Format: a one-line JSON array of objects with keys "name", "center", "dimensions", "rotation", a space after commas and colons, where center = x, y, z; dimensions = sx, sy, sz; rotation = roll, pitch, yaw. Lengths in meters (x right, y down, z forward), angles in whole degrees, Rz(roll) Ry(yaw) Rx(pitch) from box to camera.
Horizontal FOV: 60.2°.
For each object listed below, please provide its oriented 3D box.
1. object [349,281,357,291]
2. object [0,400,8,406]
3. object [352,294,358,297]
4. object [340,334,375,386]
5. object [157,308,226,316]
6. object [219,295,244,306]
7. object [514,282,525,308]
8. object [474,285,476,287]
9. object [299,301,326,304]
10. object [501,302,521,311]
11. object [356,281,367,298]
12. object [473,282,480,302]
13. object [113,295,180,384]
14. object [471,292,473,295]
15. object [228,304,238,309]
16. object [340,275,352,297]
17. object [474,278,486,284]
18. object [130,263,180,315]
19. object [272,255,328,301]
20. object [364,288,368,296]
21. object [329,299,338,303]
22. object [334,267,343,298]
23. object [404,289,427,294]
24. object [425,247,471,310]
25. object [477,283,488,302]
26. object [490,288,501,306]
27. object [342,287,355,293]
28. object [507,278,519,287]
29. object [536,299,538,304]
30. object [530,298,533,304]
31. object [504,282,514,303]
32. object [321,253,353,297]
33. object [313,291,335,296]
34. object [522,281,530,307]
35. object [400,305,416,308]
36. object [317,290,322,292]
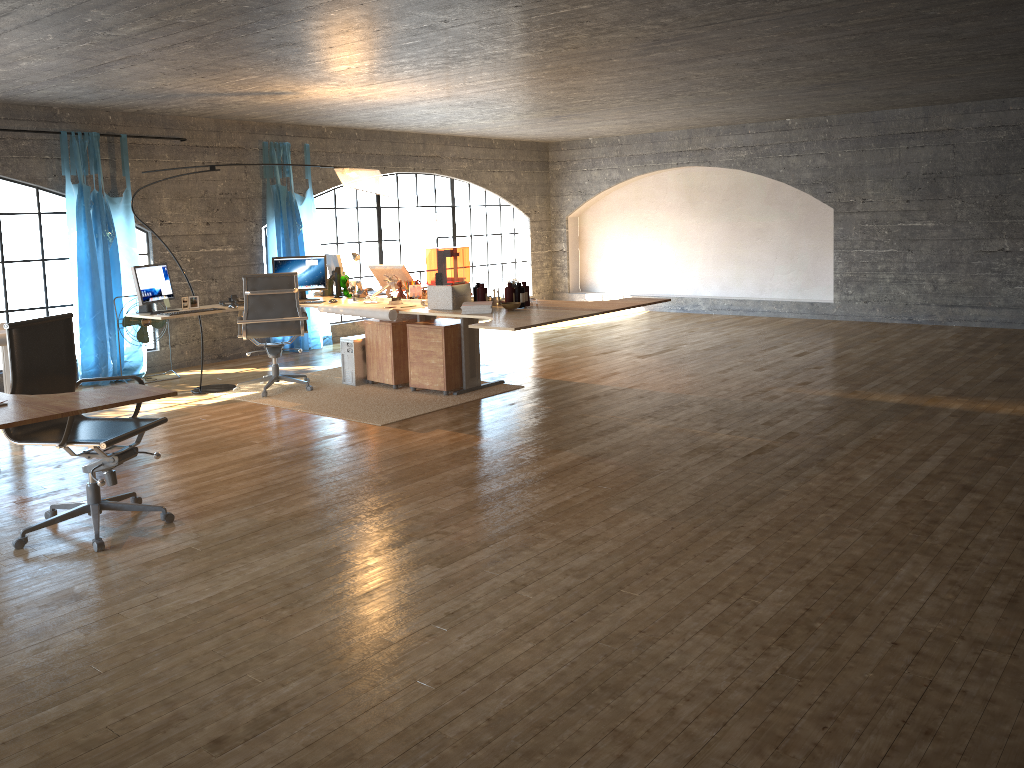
[{"name": "object", "center": [-1.549, -0.953, 8.611], "dimensions": [0.083, 0.099, 0.109], "rotation": [-8, 10, -39]}, {"name": "object", "center": [-2.033, 0.084, 3.462], "dimensions": [0.128, 0.013, 0.143], "rotation": [8, 14, 42]}, {"name": "object", "center": [-1.396, -0.797, 7.954], "dimensions": [0.132, 0.026, 0.133], "rotation": [7, 14, 39]}, {"name": "object", "center": [-1.253, -0.224, 7.791], "dimensions": [0.201, 0.407, 0.484], "rotation": [4, 10, 44]}, {"name": "object", "center": [-2.554, -0.578, 7.044], "dimensions": [0.187, 0.011, 0.495], "rotation": [7, 14, 38]}, {"name": "object", "center": [-2.356, -0.714, 7.544], "dimensions": [0.279, 0.080, 0.416], "rotation": [-5, 11, -18]}, {"name": "object", "center": [0.056, -0.660, 6.549], "dimensions": [0.080, 0.185, 0.080], "rotation": [-8, 8, -43]}, {"name": "object", "center": [-0.255, -0.733, 6.906], "dimensions": [0.077, 0.081, 0.078], "rotation": [1, 8, 19]}, {"name": "object", "center": [-1.851, -0.695, 7.543], "dimensions": [0.490, 0.011, 0.189], "rotation": [-1, 11, 4]}, {"name": "object", "center": [-0.006, -0.556, 6.369], "dimensions": [0.146, 0.054, 0.148], "rotation": [1, 11, 16]}, {"name": "object", "center": [-1.342, -0.841, 7.826], "dimensions": [0.082, 0.158, 0.085], "rotation": [2, 7, 28]}, {"name": "object", "center": [-0.253, -0.679, 6.704], "dimensions": [0.080, 0.185, 0.080], "rotation": [-8, 8, -43]}, {"name": "object", "center": [-3.504, -0.443, 8.307], "dimensions": [0.583, 0.794, 0.493], "rotation": [5, 10, 44]}, {"name": "object", "center": [-0.400, -0.744, 7.112], "dimensions": [0.130, 0.175, 0.200], "rotation": [-5, 9, -26]}, {"name": "object", "center": [-2.296, -0.640, 7.271], "dimensions": [0.059, 0.033, 0.101], "rotation": [-10, 13, -39]}, {"name": "object", "center": [-1.501, -0.886, 7.930], "dimensions": [0.115, 0.218, 0.249], "rotation": [-2, 8, -1]}, {"name": "object", "center": [-0.236, -0.780, 6.911], "dimensions": [0.076, 0.101, 0.153], "rotation": [-5, 10, -21]}, {"name": "object", "center": [-2.875, -0.766, 7.088], "dimensions": [0.285, 0.386, 0.476], "rotation": [-1, 9, 10]}, {"name": "object", "center": [-1.875, -0.937, 7.815], "dimensions": [0.470, 0.387, 0.289], "rotation": [-3, 7, -10]}, {"name": "object", "center": [-1.307, -0.817, 7.908], "dimensions": [0.035, 0.078, 0.099], "rotation": [-2, 9, -3]}, {"name": "object", "center": [-1.515, -0.702, 7.461], "dimensions": [0.059, 0.033, 0.102], "rotation": [1, 10, 14]}, {"name": "object", "center": [-1.568, -0.914, 7.936], "dimensions": [0.085, 0.275, 0.085], "rotation": [-2, 6, -4]}, {"name": "object", "center": [-0.900, -0.777, 8.466], "dimensions": [0.300, 0.239, 0.371], "rotation": [-3, 9, -10]}, {"name": "object", "center": [-0.478, -0.805, 6.686], "dimensions": [0.222, 0.454, 0.272], "rotation": [2, 8, 29]}, {"name": "object", "center": [-0.222, -0.662, 6.610], "dimensions": [0.080, 0.185, 0.080], "rotation": [-6, 7, -33]}, {"name": "object", "center": [-0.124, -0.674, 6.816], "dimensions": [0.039, 0.127, 0.135], "rotation": [2, 9, 35]}, {"name": "object", "center": [-1.573, -0.904, 8.474], "dimensions": [0.135, 0.056, 0.156], "rotation": [-9, 12, -34]}, {"name": "object", "center": [0.009, -0.693, 6.679], "dimensions": [0.095, 0.212, 0.099], "rotation": [3, 8, 37]}, {"name": "object", "center": [0.190, -0.632, 6.784], "dimensions": [0.017, 0.037, 0.017], "rotation": [-2, 6, -5]}, {"name": "object", "center": [0.148, -0.640, 6.815], "dimensions": [0.026, 0.043, 0.026], "rotation": [-3, 7, -5]}, {"name": "object", "center": [-0.015, -0.666, 6.593], "dimensions": [0.080, 0.185, 0.080], "rotation": [-6, 7, -33]}, {"name": "object", "center": [-1.631, -1.013, 8.174], "dimensions": [0.286, 0.386, 0.474], "rotation": [-5, 9, -25]}, {"name": "object", "center": [-1.764, -0.852, 8.283], "dimensions": [0.205, 0.036, 0.206], "rotation": [6, 13, 37]}, {"name": "object", "center": [0.094, -0.678, 6.641], "dimensions": [0.080, 0.185, 0.080], "rotation": [-8, 8, -43]}, {"name": "object", "center": [-0.808, -0.603, 6.882], "dimensions": [0.148, 0.007, 0.008], "rotation": [-11, 12, -41]}, {"name": "object", "center": [-1.780, -0.882, 8.264], "dimensions": [0.152, 0.032, 0.145], "rotation": [8, 15, 43]}]
